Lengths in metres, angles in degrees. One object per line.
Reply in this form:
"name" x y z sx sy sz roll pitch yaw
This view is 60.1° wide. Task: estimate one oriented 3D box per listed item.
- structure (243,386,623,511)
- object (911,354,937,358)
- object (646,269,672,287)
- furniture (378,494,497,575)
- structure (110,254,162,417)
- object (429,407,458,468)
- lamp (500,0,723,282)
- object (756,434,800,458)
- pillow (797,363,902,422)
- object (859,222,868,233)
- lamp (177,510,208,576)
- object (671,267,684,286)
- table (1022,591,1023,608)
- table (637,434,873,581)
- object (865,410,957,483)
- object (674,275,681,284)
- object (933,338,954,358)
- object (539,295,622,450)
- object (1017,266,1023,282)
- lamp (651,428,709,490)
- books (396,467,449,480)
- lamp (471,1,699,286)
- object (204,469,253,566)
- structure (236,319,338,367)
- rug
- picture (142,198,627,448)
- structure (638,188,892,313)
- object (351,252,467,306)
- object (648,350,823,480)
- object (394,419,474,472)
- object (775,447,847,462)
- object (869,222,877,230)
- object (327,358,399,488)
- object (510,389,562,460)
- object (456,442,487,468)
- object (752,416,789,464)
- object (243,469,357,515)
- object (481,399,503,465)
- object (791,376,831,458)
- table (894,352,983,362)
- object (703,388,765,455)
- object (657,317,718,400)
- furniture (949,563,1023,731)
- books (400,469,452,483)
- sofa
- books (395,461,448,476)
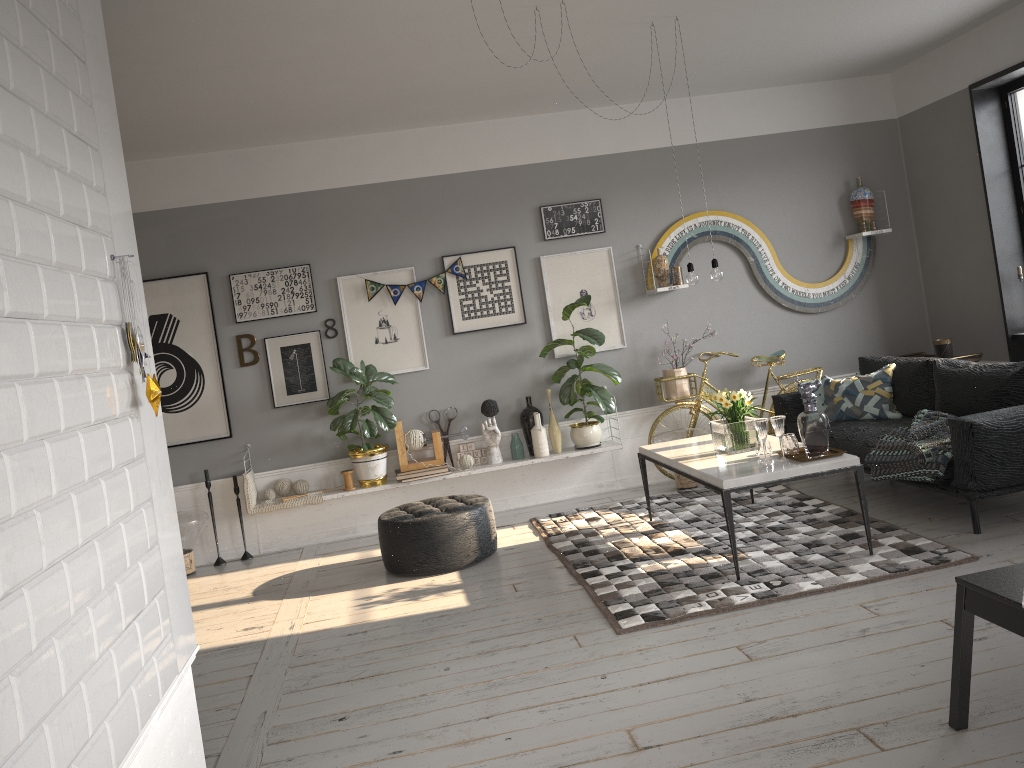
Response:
"structure" -0.560 0.474 6.610 2.779 0.486 0.308 -9 1 -8
"object" 3.268 -0.208 7.057 0.247 0.015 0.318 -9 4 -8
"object" 1.136 -0.821 6.815 0.196 0.166 0.060 -8 1 26
"furniture" -0.468 0.934 5.576 0.738 0.356 0.734 -10 3 -21
"structure" -1.004 -0.129 2.371 0.078 0.447 0.133 -9 0 -20
"object" -0.497 0.414 6.738 0.222 0.463 0.019 -9 0 -8
"lamp" 0.551 -1.236 4.629 1.403 1.536 0.074 -10 1 -39
"object" 1.456 0.331 4.668 0.280 0.087 0.245 -11 4 -30
"pillow" 2.381 0.068 6.225 0.445 0.362 0.796 -10 3 -26
"object" 2.808 -1.251 7.079 0.060 0.079 0.060 -9 1 -19
"lamp" -2.344 1.129 6.236 0.431 0.437 0.434 -8 2 14
"object" 1.279 -0.833 6.850 0.086 0.140 0.085 -9 1 -15
"table" 2.255 0.559 1.796 2.028 0.784 0.931 -9 2 -8
"table" 1.297 0.630 5.015 0.733 0.510 1.457 -9 3 -8
"object" 2.351 0.361 4.977 0.491 0.329 0.666 -9 3 -13
"object" 1.296 -0.813 6.931 0.063 0.081 0.062 -9 2 -32
"object" 3.270 -0.256 6.701 0.141 0.160 0.139 -8 2 30
"object" 0.528 -0.088 6.715 0.564 1.150 0.418 -8 1 31
"object" 3.679 -0.603 6.248 0.144 0.490 0.163 -8 0 28
"lamp" 1.278 0.559 6.608 0.431 0.437 0.434 -8 2 23
"books" -0.667 0.648 6.557 0.384 0.029 0.260 -9 4 -7
"lamp" 0.421 -1.220 4.671 1.403 1.536 0.074 -10 1 -39
"object" -2.073 0.942 6.422 0.280 0.701 0.091 -9 0 -16
"structure" -1.671 -0.311 6.618 0.740 0.263 0.024 -9 0 -8
"rug" 1.147 0.882 5.216 1.772 0.034 2.528 -9 4 -8
"picture" -2.464 -0.154 4.464 7.302 1.794 4.041 -9 3 -8
"structure" 2.045 -0.983 7.027 2.025 0.955 0.266 -9 0 -8
"object" -0.759 -0.775 6.731 0.915 0.339 0.057 -9 0 -9
"object" 1.828 0.191 6.903 1.630 0.969 0.425 -9 1 -17
"object" -0.578 0.451 6.578 0.546 0.440 0.238 -9 1 -8
"object" 1.536 0.357 4.560 0.247 0.015 0.318 -9 4 -8
"object" 2.879 -1.260 7.055 0.050 0.058 0.050 -9 2 -18
"object" -1.075 0.265 6.451 0.512 0.963 0.544 -9 1 -23
"object" 0.159 0.304 6.688 0.330 0.488 0.287 -8 1 42
"object" -0.294 0.529 6.728 0.265 0.173 0.078 -9 1 -2
"object" 1.329 0.286 4.520 0.167 0.227 0.082 -8 0 3
"object" -1.533 0.726 6.440 0.786 0.306 0.329 -9 2 -7
"object" -0.151 0.356 6.658 0.155 0.483 0.136 -9 0 -8
"object" 1.527 0.159 4.498 0.155 0.417 0.148 -8 0 11
"table" 3.336 0.110 6.905 0.340 0.679 0.742 -9 2 -8
"object" 1.258 0.200 5.014 0.325 0.351 0.352 -9 2 -6
"object" 1.367 -0.218 6.823 0.487 0.641 0.254 -8 0 10
"furniture" 2.139 0.692 2.571 1.671 0.455 0.465 -9 2 -8
"books" -0.652 0.670 6.563 0.369 0.021 0.296 -9 4 -14
"sofa" 2.548 0.265 5.617 0.971 0.797 2.341 -9 3 -8
"books" -0.675 0.626 6.566 0.380 0.017 0.229 -9 4 -11
